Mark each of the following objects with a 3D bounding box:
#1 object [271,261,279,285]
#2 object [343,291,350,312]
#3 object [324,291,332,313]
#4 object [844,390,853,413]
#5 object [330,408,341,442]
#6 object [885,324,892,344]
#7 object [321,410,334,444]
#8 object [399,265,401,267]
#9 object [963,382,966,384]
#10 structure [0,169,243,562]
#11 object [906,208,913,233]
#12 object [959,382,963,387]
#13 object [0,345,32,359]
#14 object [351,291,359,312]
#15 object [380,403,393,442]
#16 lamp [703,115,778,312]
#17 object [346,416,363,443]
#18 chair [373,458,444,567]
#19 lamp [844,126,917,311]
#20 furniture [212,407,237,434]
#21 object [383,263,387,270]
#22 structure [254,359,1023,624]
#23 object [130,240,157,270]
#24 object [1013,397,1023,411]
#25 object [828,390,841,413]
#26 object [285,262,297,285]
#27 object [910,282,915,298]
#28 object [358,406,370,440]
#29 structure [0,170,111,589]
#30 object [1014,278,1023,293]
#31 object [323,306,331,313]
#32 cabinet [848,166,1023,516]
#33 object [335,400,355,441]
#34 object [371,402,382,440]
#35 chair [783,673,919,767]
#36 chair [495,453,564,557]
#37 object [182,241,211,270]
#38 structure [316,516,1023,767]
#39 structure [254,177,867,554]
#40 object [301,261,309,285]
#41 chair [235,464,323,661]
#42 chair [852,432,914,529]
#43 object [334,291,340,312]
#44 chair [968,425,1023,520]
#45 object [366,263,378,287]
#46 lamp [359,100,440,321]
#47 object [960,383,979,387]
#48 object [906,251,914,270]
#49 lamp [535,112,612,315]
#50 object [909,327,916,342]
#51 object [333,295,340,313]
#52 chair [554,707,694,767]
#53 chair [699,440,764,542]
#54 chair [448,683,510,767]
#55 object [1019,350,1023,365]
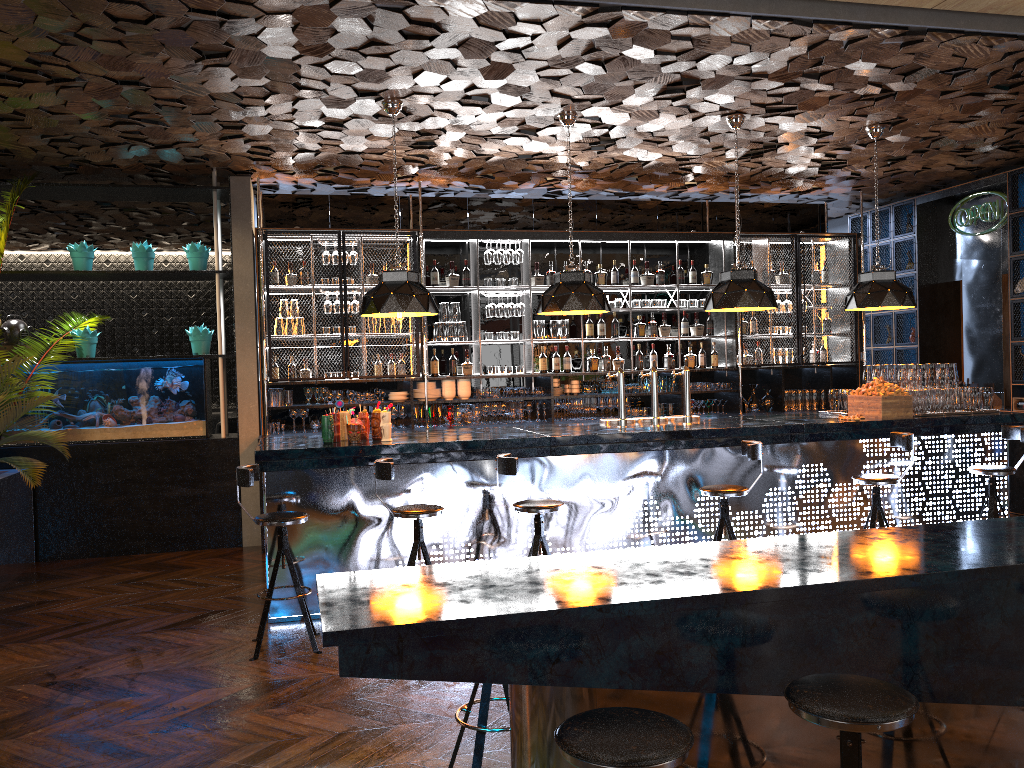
[{"bbox_3d":[-2.394,-1.111,8.951,0.075,0.260,0.075,-1,1,35],"label":"object"},{"bbox_3d":[-1.686,-0.838,9.020,0.081,0.213,0.081,-2,1,-8],"label":"object"},{"bbox_3d":[-1.863,-0.832,8.976,0.081,0.213,0.081,-2,1,-8],"label":"object"},{"bbox_3d":[2.908,0.158,7.612,0.105,0.209,0.105,-3,1,-39],"label":"object"},{"bbox_3d":[-1.258,0.289,6.288,0.078,0.246,0.084,-2,1,-16],"label":"object"},{"bbox_3d":[4.801,-0.615,11.067,0.290,0.290,0.097,-1,1,25],"label":"object"},{"bbox_3d":[-1.276,0.297,6.135,0.086,0.237,0.084,-2,1,5],"label":"object"},{"bbox_3d":[-1.172,-1.138,9.225,0.073,0.246,0.072,-2,1,1],"label":"object"},{"bbox_3d":[5.112,0.118,10.015,0.080,0.279,0.080,-1,1,25],"label":"object"},{"bbox_3d":[-4.805,-0.229,8.331,4.269,3.734,0.705,-2,1,-14],"label":"structure"},{"bbox_3d":[4.803,-1.946,10.639,0.116,0.358,0.198,-2,1,-14],"label":"object"},{"bbox_3d":[5.182,0.104,10.302,0.165,0.294,0.229,-3,2,-45],"label":"object"},{"bbox_3d":[-4.723,-0.290,8.340,0.320,0.135,0.250,-2,1,-14],"label":"object"},{"bbox_3d":[-1.598,-0.841,9.042,0.081,0.213,0.081,-2,1,-8],"label":"object"},{"bbox_3d":[-0.884,0.270,6.243,0.081,0.264,0.099,-2,1,7],"label":"object"},{"bbox_3d":[1.847,-1.388,7.240,0.582,1.564,0.607,-2,1,-14],"label":"lamp"},{"bbox_3d":[-1.099,0.314,6.177,0.110,0.191,0.131,-2,1,-2],"label":"object"},{"bbox_3d":[-0.606,1.020,5.514,0.476,1.108,0.419,-2,1,-14],"label":"chair"},{"bbox_3d":[3.172,-1.435,7.692,0.582,1.564,0.607,-2,1,-14],"label":"lamp"},{"bbox_3d":[-8.345,1.109,11.358,9.798,1.137,3.595,-2,1,-14],"label":"furniture"},{"bbox_3d":[-1.313,-1.133,9.191,0.073,0.246,0.072,-2,1,-29],"label":"object"},{"bbox_3d":[1.105,0.650,7.070,6.009,1.685,1.214,-2,1,-14],"label":"structure"},{"bbox_3d":[-3.548,-1.224,8.553,0.255,0.325,0.244,-1,1,13],"label":"object"},{"bbox_3d":[5.233,0.207,8.898,0.122,0.133,0.396,-2,1,-14],"label":"object"},{"bbox_3d":[2.850,0.155,7.834,0.105,0.209,0.105,-1,1,11],"label":"object"},{"bbox_3d":[-2.233,-1.106,8.951,0.108,0.244,0.108,-2,1,-25],"label":"object"},{"bbox_3d":[4.859,-1.079,10.661,0.116,0.358,0.198,-3,2,-44],"label":"object"},{"bbox_3d":[-1.077,0.276,6.445,0.080,0.254,0.091,-2,1,-12],"label":"object"},{"bbox_3d":[-4.602,-0.125,7.133,1.873,3.561,4.073,-2,1,-12],"label":"structure"},{"bbox_3d":[5.280,-0.988,8.911,0.192,0.221,0.403,-3,2,-45],"label":"object"},{"bbox_3d":[-1.898,-0.834,9.116,0.081,0.213,0.081,-2,1,-8],"label":"object"},{"bbox_3d":[5.249,-0.435,9.595,0.691,3.514,4.416,-2,1,-14],"label":"cabinet"},{"bbox_3d":[-1.194,0.259,6.388,0.116,0.298,0.105,-1,1,17],"label":"object"},{"bbox_3d":[-0.966,0.263,6.354,0.080,0.277,0.091,-1,1,18],"label":"object"},{"bbox_3d":[0.879,1.190,2.286,0.419,0.813,0.419,-2,1,-19],"label":"chair"},{"bbox_3d":[0.146,0.997,5.577,0.476,1.108,0.419,-2,1,-14],"label":"chair"},{"bbox_3d":[-3.078,-1.240,8.667,0.265,0.325,0.245,-2,1,-20],"label":"object"},{"bbox_3d":[1.845,1.049,3.200,4.941,0.998,0.673,-2,1,-14],"label":"structure"},{"bbox_3d":[0.772,-0.324,9.527,6.750,3.553,1.143,-2,1,-14],"label":"structure"},{"bbox_3d":[-2.105,-1.120,8.997,0.075,0.261,0.075,-1,1,35],"label":"object"},{"bbox_3d":[-1.417,1.046,5.380,0.476,1.108,0.419,-2,1,-14],"label":"chair"},{"bbox_3d":[2.640,0.910,6.349,0.476,1.108,0.419,-2,1,1],"label":"chair"},{"bbox_3d":[-1.770,-0.835,8.999,0.081,0.213,0.081,-2,1,-8],"label":"object"},{"bbox_3d":[3.641,0.875,6.665,0.476,1.108,0.419,-2,1,-4],"label":"chair"},{"bbox_3d":[-1.447,-1.127,9.159,0.108,0.244,0.108,-2,1,-25],"label":"object"},{"bbox_3d":[-0.856,-1.271,6.562,0.582,1.606,0.607,-2,1,-14],"label":"lamp"},{"bbox_3d":[5.064,0.127,9.817,0.116,0.264,0.144,-2,1,-14],"label":"object"},{"bbox_3d":[4.820,-1.476,10.619,0.097,0.290,0.290,-2,1,-15],"label":"object"},{"bbox_3d":[0.465,-1.344,7.019,0.582,1.564,0.607,-2,1,-14],"label":"lamp"},{"bbox_3d":[4.932,-0.576,10.669,0.278,0.222,0.138,-1,1,16],"label":"object"},{"bbox_3d":[-1.805,-0.837,9.139,0.081,0.213,0.081,-2,1,-8],"label":"object"},{"bbox_3d":[0.273,1.212,2.091,0.419,0.813,0.419,-2,1,-19],"label":"chair"},{"bbox_3d":[1.471,0.950,6.009,0.476,1.108,0.419,-2,1,1],"label":"chair"},{"bbox_3d":[-0.061,1.194,3.417,0.419,0.813,0.419,-2,1,-19],"label":"chair"},{"bbox_3d":[5.298,-0.186,8.942,0.175,0.351,0.369,-2,1,-9],"label":"object"}]
